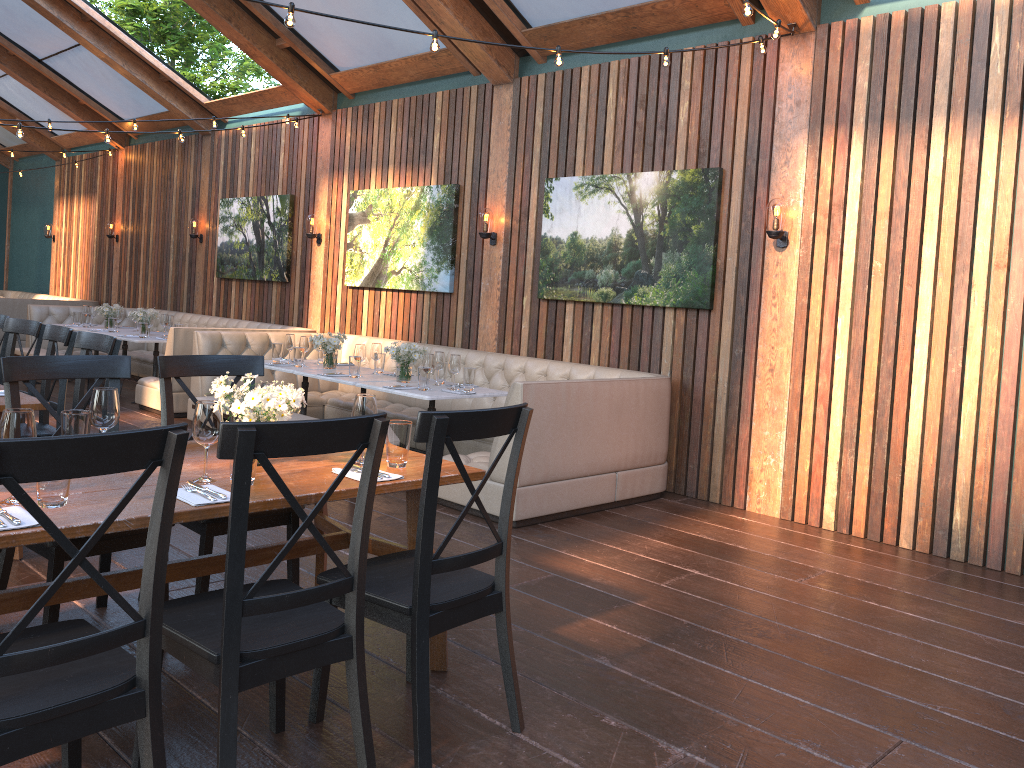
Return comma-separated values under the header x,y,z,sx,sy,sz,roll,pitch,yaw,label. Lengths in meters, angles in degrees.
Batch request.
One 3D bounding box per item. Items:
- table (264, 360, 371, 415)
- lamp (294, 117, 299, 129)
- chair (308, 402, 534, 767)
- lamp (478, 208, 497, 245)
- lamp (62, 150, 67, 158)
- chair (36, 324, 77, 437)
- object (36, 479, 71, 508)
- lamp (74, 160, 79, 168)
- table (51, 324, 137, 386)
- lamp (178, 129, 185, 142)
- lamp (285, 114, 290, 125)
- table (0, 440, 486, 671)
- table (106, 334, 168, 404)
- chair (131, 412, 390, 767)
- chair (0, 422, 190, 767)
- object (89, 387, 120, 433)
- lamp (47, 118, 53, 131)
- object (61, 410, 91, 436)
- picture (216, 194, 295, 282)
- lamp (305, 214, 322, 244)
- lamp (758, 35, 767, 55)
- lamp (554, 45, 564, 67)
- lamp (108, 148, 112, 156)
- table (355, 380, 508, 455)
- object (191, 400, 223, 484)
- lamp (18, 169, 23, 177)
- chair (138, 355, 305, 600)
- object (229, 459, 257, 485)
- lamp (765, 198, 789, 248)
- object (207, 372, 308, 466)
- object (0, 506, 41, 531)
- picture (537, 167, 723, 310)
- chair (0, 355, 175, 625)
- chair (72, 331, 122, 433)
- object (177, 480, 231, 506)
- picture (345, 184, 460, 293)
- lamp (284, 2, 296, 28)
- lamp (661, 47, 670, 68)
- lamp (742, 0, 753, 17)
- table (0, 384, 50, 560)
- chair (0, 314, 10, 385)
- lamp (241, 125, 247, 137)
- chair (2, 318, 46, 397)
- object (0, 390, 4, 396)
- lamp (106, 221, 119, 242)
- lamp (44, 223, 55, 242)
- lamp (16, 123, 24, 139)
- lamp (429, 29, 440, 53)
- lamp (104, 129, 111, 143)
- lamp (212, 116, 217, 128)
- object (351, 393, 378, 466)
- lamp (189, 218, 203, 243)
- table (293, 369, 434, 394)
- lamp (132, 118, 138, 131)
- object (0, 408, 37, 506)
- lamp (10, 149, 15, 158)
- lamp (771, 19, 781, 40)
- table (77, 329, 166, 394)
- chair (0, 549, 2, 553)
x,y,z,sx,sy,sz,roll,pitch,yaw,label
-1.745,0.170,7.424,0.802,0.670,0.798,8,6,43,table
-2.272,-2.749,9.330,0.056,0.118,0.062,5,3,27,lamp
-0.271,0.554,2.750,0.541,1.018,0.477,6,3,39,chair
-0.217,-1.378,7.735,0.147,0.319,0.178,6,4,44,lamp
-6.424,-3.301,12.701,0.064,0.118,0.057,2,3,-37,lamp
-2.690,0.193,4.821,0.539,1.018,0.479,1,3,-41,chair
-1.196,0.239,2.309,0.091,0.158,0.092,3,3,-19,object
-6.536,-3.299,13.280,0.073,0.115,0.056,1,4,-40,lamp
-4.968,-0.351,10.577,0.802,0.670,0.798,8,6,43,table
-3.014,-2.261,8.064,0.071,0.116,0.056,2,3,-24,lamp
-2.407,-2.839,9.494,0.056,0.121,0.056,3,3,-24,lamp
-1.302,0.647,2.615,0.954,0.728,2.430,8,7,44,table
-3.804,-0.163,9.438,0.802,0.670,0.798,8,6,43,table
-0.662,0.569,2.349,0.541,1.018,0.477,6,4,44,chair
-1.054,0.583,1.947,0.541,1.018,0.477,6,3,39,chair
-1.311,0.135,2.841,0.092,0.244,0.092,4,2,-4,object
-4.435,-2.488,8.499,0.056,0.121,0.056,3,3,-25,lamp
-1.416,0.169,2.870,0.091,0.158,0.092,3,3,-19,object
-3.111,-1.748,10.622,1.656,0.995,0.065,8,4,44,picture
-2.167,-1.693,9.642,0.147,0.319,0.178,6,4,44,lamp
1.613,-2.182,5.702,0.065,0.118,0.056,4,3,4,lamp
0.269,-1.864,5.034,0.056,0.121,0.056,2,3,-30,lamp
-6.062,-3.498,13.359,0.056,0.119,0.056,3,3,-17,lamp
-0.581,0.358,6.285,0.802,0.670,0.798,8,6,43,table
-0.927,0.175,2.687,0.092,0.244,0.092,4,2,-4,object
-7.200,-3.092,12.969,0.066,0.117,0.056,5,3,20,lamp
-1.170,0.409,3.629,0.541,1.018,0.477,6,4,44,chair
-0.814,0.226,2.684,0.091,0.158,0.092,3,3,-19,object
1.744,-1.061,5.816,0.147,0.319,0.178,6,4,44,lamp
-0.859,0.116,2.998,0.329,0.309,0.337,4,4,9,object
-1.260,0.319,2.159,0.256,0.019,0.157,9,8,44,object
0.844,-1.111,6.770,1.656,0.995,0.065,8,4,44,picture
-1.561,0.423,3.229,0.541,1.018,0.477,6,3,39,chair
-2.290,0.257,4.430,0.479,1.018,0.539,6,4,44,chair
-0.891,0.306,2.529,0.256,0.019,0.157,9,8,44,object
-1.116,-1.427,8.679,1.656,0.995,0.065,8,4,44,picture
-1.083,-1.801,4.325,0.059,0.119,0.056,5,3,24,lamp
0.939,-1.986,5.384,0.056,0.117,0.066,3,3,-17,lamp
1.257,-2.014,4.712,0.061,0.119,0.057,2,3,-30,lamp
-3.338,0.321,4.573,2.440,0.728,0.950,9,7,44,table
-3.488,0.064,5.603,0.479,1.018,0.539,6,4,44,chair
-2.639,-2.485,8.703,0.060,0.119,0.056,3,3,-23,lamp
-3.089,0.128,5.212,0.479,1.018,0.539,6,3,39,chair
-2.480,0.041,4.165,0.158,0.019,0.255,9,8,44,object
-6.101,-2.329,13.490,0.147,0.319,0.178,6,4,44,lamp
-8.061,-2.645,15.408,0.147,0.319,0.178,6,4,44,lamp
-3.753,-1.932,6.752,0.056,0.121,0.056,5,3,31,lamp
-0.406,-1.811,4.677,0.056,0.121,0.056,3,3,-12,lamp
-3.385,-2.077,7.413,0.056,0.120,0.056,3,3,-18,lamp
-3.081,-2.714,9.171,0.056,0.120,0.056,4,3,-3,lamp
-0.521,0.159,3.112,0.092,0.244,0.092,4,2,-4,object
-4.142,-2.012,11.574,0.147,0.319,0.178,6,4,44,lamp
-1.163,0.264,6.854,0.802,0.670,0.798,8,6,44,table
-3.769,-2.593,8.849,0.056,0.118,0.063,6,3,37,lamp
-1.294,0.189,2.310,0.092,0.244,0.092,4,2,-4,object
-6.805,-3.143,12.055,0.056,0.120,0.056,5,3,26,lamp
1.608,-2.157,5.384,0.056,0.120,0.056,4,3,5,lamp
-4.386,-0.257,10.008,0.802,0.670,0.798,8,6,44,table
-1.953,0.438,2.827,0.541,1.018,0.477,6,4,44,chair
